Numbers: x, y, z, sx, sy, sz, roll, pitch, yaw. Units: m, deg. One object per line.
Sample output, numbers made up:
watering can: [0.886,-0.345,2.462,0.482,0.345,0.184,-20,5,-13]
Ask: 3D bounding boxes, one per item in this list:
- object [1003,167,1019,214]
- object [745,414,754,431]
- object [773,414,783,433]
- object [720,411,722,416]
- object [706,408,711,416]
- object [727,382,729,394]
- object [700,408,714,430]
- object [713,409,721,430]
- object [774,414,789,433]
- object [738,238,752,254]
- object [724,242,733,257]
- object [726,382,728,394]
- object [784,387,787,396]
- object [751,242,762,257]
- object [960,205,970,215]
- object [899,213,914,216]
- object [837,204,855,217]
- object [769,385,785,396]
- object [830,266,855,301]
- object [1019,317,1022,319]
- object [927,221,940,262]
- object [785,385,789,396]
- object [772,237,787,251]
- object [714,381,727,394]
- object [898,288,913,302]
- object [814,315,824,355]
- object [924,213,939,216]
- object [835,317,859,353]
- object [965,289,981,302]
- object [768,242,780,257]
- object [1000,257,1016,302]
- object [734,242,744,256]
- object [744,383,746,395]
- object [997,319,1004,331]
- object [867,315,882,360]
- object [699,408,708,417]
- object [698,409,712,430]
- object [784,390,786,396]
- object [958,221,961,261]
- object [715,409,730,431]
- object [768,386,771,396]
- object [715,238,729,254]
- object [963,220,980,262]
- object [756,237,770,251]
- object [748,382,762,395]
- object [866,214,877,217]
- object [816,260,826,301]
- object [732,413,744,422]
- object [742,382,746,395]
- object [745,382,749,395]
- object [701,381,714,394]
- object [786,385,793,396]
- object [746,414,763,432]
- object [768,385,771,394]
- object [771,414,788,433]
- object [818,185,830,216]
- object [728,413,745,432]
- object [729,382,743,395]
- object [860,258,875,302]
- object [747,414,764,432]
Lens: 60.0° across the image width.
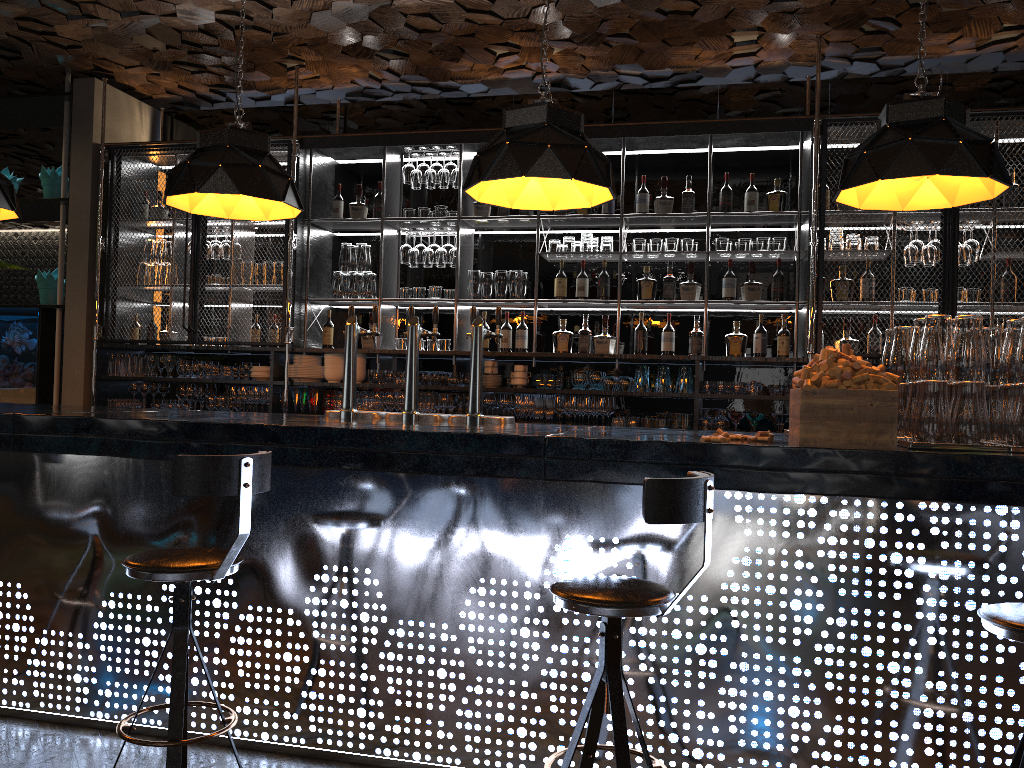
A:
object: [3.088,-1.196,5.490,0.083,0.282,0.083,1,-1,28]
object: [1.600,0.272,5.881,0.106,0.148,0.106,2,-1,-38]
object: [1.731,0.272,5.709,0.107,0.152,0.107,1,-1,27]
object: [1.392,0.253,5.907,0.089,0.174,0.089,2,-1,-26]
object: [1.306,0.251,5.958,0.089,0.174,0.089,2,-1,-26]
object: [1.438,0.031,5.922,0.084,0.082,0.084,2,-1,9]
object: [1.268,0.248,5.772,0.089,0.174,0.089,2,-1,-26]
object: [1.355,0.251,5.815,0.089,0.174,0.089,2,-1,-26]
object: [1.705,0.270,5.595,0.107,0.152,0.107,1,-1,39]
object: [1.527,-0.902,5.821,0.089,0.092,0.089,2,-1,13]
object: [1.435,-0.904,5.956,0.089,0.092,0.089,2,-1,-32]
object: [1.363,0.027,5.775,0.084,0.082,0.084,1,-1,31]
object: [1.812,0.046,5.758,0.098,0.070,0.088,2,-1,-30]
object: [1.636,-0.898,5.919,0.089,0.092,0.089,2,-1,-1]
object: [2.814,-1.205,5.555,0.083,0.282,0.083,2,-1,-2]
object: [2.509,-1.214,5.627,0.083,0.282,0.083,2,-1,13]
object: [2.153,-1.221,5.698,0.123,0.279,0.123,2,-1,22]
object: [1.681,0.041,5.634,0.098,0.070,0.088,2,-1,-41]
object: [2.126,-0.635,5.706,0.151,0.248,0.094,2,-1,22]
object: [3.143,-0.267,5.473,0.086,0.298,0.086,2,-1,-28]
object: [2.627,-0.882,5.499,0.092,0.244,0.092,2,-1,8]
object: [1.788,0.044,5.658,0.098,0.070,0.088,1,-1,40]
object: [1.730,-0.897,5.741,0.089,0.092,0.089,2,-1,-1]
object: [1.333,0.025,5.680,0.084,0.082,0.084,2,-1,14]
object: [2.458,-0.551,5.541,0.089,0.092,0.089,2,-1,-2]
object: [1.974,-0.302,5.745,0.086,0.298,0.086,2,-1,-28]
object: [2.661,-1.207,5.593,0.123,0.279,0.123,2,-1,17]
object: [2.145,-0.286,5.682,0.123,0.279,0.123,2,-1,2]
object: [2.853,-0.539,5.490,0.089,0.092,0.089,2,-1,-2]
object: [1.745,-0.894,5.905,0.089,0.092,0.089,2,-1,-37]
object: [3.070,-0.634,5.487,0.086,0.299,0.086,2,-1,-28]
object: [1.539,-0.900,5.967,0.089,0.092,0.089,2,-1,-1]
object: [1.537,0.034,5.906,0.084,0.082,0.084,2,-1,-37]
object: [3.018,-0.263,5.489,0.083,0.282,0.083,2,-1,-2]
object: [2.314,-0.292,5.660,0.086,0.299,0.086,2,-1,-28]
object: [1.280,0.249,5.867,0.089,0.174,0.089,2,-1,-26]
object: [1.236,0.246,5.682,0.089,0.174,0.089,2,-1,-26]
object: [1.839,0.048,5.856,0.098,0.070,0.088,2,-1,14]
object: [2.723,-0.879,5.477,0.092,0.244,0.092,2,-1,8]
object: [1.355,0.250,5.715,0.089,0.174,0.089,2,-1,-26]
object: [1.731,0.044,5.825,0.088,0.070,0.098,2,-1,-2]
object: [1.380,-0.907,5.826,0.089,0.092,0.089,2,-1,-1]
object: [2.824,-0.876,5.453,0.092,0.244,0.092,2,-1,8]
object: [1.631,-0.900,5.758,0.089,0.092,0.089,2,-1,-37]
object: [1.544,0.030,5.629,0.084,0.082,0.084,2,-1,-4]
object: [2.303,-1.226,5.680,0.086,0.297,0.086,2,-1,-28]
object: [1.978,-0.657,5.743,0.083,0.282,0.083,2,-1,-2]
object: [1.489,0.269,5.909,0.106,0.148,0.106,1,-1,32]
object: [1.469,0.030,5.748,0.084,0.082,0.084,1,-1,41]
object: [1.549,0.032,5.729,0.084,0.082,0.084,2,-1,20]
object: [1.255,0.023,5.702,0.084,0.082,0.084,2,-1,6]
object: [1.768,0.043,5.562,0.088,0.070,0.098,2,-1,23]
object: [1.576,0.270,5.769,0.106,0.148,0.106,1,-1,42]
object: [1.705,0.042,5.729,0.088,0.070,0.098,1,-1,36]
object: [1.757,0.275,5.836,0.107,0.152,0.107,2,-1,19]
object: [2.014,-1.234,5.751,0.086,0.299,0.086,2,-1,-28]
object: [1.435,0.264,5.681,0.106,0.148,0.106,1,-1,32]
object: [1.428,0.028,5.656,0.084,0.082,0.084,1,-1,31]
object: [2.280,-0.655,5.685,0.086,0.298,0.086,2,-1,-28]
object: [1.549,0.268,5.656,0.106,0.148,0.106,2,-1,23]
